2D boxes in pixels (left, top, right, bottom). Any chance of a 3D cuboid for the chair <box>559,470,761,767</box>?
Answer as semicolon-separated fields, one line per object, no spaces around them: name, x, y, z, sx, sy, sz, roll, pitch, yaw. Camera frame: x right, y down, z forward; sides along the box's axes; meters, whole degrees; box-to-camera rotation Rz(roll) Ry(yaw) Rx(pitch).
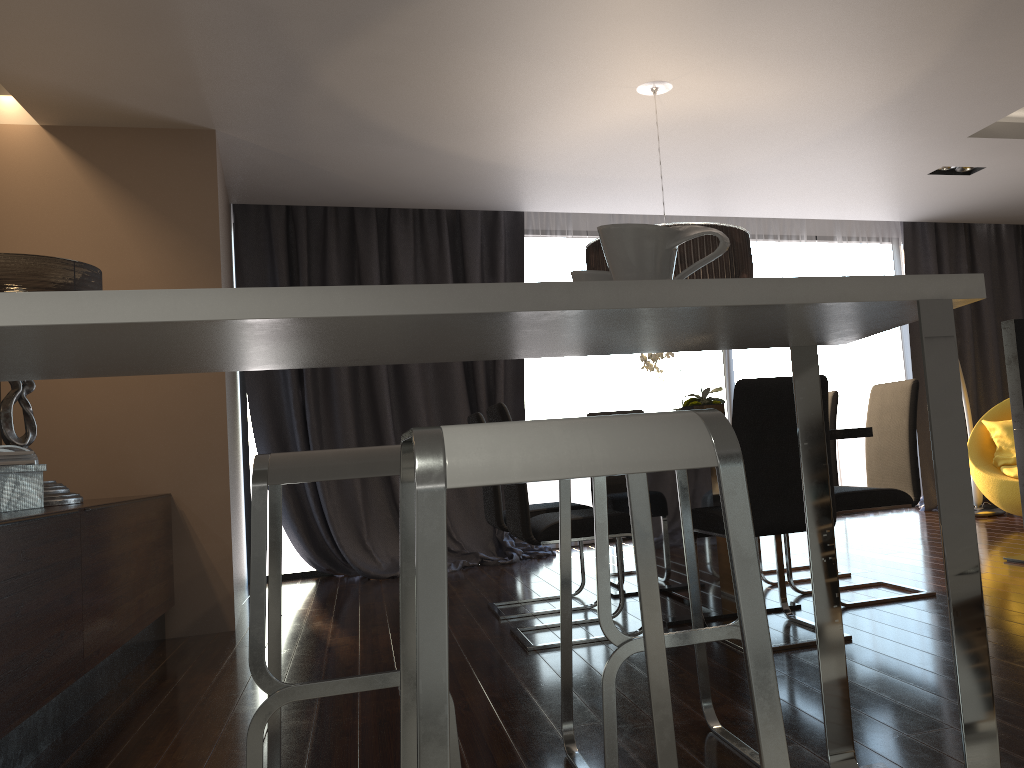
chair;0.344;0.508;2.132;0.432;0.800;0.419;-3;-5;-13

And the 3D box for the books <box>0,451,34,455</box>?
books;-1.841;0.246;2.970;0.305;0.011;0.264;-7;-5;28

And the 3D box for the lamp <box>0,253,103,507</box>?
lamp;-1.925;0.014;3.428;0.579;0.934;0.605;-5;-5;14

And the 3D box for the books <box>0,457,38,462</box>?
books;-1.847;0.269;2.993;0.307;0.011;0.262;-6;-5;23

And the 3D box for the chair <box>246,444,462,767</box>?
chair;-0.354;0.544;1.937;0.432;0.800;0.419;-3;-5;-13

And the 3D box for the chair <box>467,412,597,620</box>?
chair;0.111;0.611;4.344;0.588;0.965;0.416;-3;-5;-14

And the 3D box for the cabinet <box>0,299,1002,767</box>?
cabinet;0.389;-0.406;1.404;4.565;2.501;6.741;-3;-4;-12

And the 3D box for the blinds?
blinds;1.813;-0.252;7.229;7.788;2.894;0.719;-2;-5;-22

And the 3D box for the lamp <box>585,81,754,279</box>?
lamp;0.740;-0.925;4.304;0.791;1.103;0.817;-5;-5;11

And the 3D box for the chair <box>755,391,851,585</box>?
chair;1.458;0.542;4.720;0.588;0.965;0.416;-3;-5;-14

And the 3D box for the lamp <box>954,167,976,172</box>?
lamp;3.212;-1.546;6.213;0.178;0.077;0.176;-4;-4;-1

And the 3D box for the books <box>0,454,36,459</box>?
books;-1.844;0.257;2.976;0.307;0.011;0.262;-6;-5;23

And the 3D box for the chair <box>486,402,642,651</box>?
chair;0.227;0.552;3.673;0.588;0.965;0.416;-3;-5;-14

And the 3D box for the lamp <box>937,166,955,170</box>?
lamp;3.033;-1.537;6.162;0.183;0.077;0.171;-3;-5;-18

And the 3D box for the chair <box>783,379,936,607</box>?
chair;1.574;0.482;4.049;0.588;0.965;0.416;-3;-5;-14

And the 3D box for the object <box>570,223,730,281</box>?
object;0.223;-0.197;1.558;0.192;0.133;0.427;-3;-4;-10

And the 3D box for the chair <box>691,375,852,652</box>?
chair;0.960;0.477;3.392;0.439;0.965;0.557;-3;-5;-12

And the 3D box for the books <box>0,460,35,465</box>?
books;-1.836;0.279;2.982;0.303;0.011;0.265;-7;-5;33

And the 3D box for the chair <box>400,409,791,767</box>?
chair;0.072;0.444;1.033;0.432;0.800;0.419;-3;-5;-13

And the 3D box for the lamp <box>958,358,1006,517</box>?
lamp;4.399;0.128;7.463;4.460;1.779;0.551;-1;-5;-34

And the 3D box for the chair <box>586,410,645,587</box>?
chair;0.702;0.621;5.027;0.439;0.965;0.557;-3;-5;-12

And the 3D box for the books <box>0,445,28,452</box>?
books;-1.894;0.241;3.025;0.325;0.109;0.271;-4;-4;-4

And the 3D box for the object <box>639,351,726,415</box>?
object;0.762;0.016;4.136;0.320;0.501;0.556;-3;-5;-15

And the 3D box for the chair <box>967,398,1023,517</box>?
chair;3.968;0.443;6.084;1.436;1.005;1.198;-8;-6;43

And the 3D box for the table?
table;0.854;0.649;4.196;1.068;0.760;1.561;-3;-4;-12
